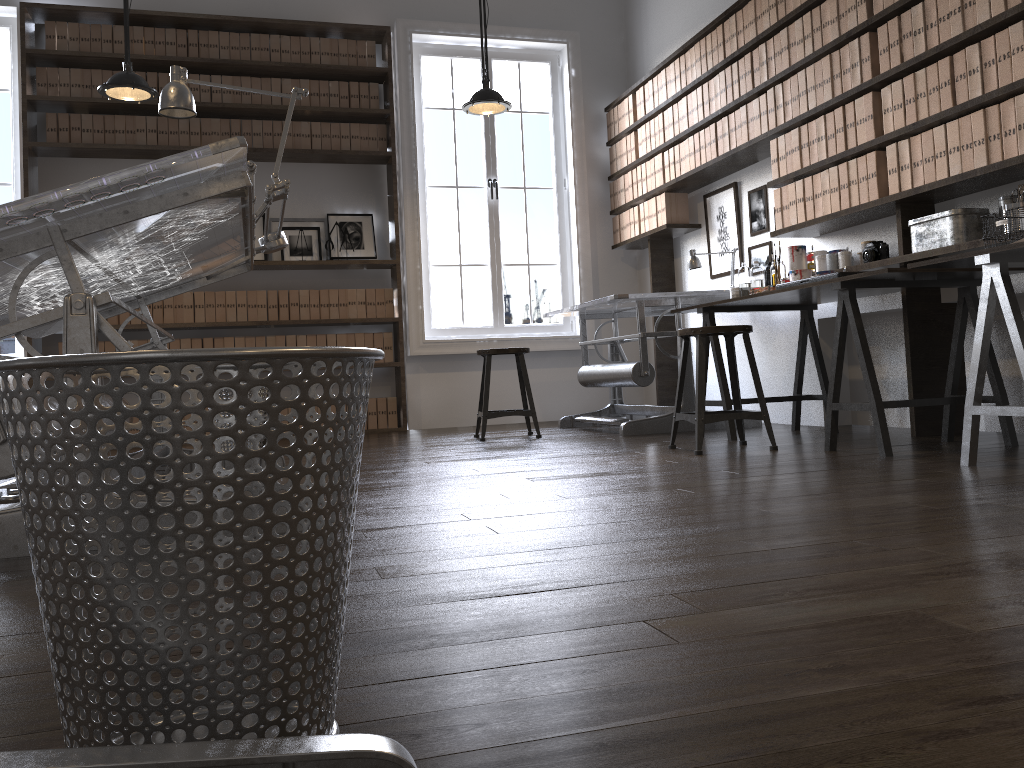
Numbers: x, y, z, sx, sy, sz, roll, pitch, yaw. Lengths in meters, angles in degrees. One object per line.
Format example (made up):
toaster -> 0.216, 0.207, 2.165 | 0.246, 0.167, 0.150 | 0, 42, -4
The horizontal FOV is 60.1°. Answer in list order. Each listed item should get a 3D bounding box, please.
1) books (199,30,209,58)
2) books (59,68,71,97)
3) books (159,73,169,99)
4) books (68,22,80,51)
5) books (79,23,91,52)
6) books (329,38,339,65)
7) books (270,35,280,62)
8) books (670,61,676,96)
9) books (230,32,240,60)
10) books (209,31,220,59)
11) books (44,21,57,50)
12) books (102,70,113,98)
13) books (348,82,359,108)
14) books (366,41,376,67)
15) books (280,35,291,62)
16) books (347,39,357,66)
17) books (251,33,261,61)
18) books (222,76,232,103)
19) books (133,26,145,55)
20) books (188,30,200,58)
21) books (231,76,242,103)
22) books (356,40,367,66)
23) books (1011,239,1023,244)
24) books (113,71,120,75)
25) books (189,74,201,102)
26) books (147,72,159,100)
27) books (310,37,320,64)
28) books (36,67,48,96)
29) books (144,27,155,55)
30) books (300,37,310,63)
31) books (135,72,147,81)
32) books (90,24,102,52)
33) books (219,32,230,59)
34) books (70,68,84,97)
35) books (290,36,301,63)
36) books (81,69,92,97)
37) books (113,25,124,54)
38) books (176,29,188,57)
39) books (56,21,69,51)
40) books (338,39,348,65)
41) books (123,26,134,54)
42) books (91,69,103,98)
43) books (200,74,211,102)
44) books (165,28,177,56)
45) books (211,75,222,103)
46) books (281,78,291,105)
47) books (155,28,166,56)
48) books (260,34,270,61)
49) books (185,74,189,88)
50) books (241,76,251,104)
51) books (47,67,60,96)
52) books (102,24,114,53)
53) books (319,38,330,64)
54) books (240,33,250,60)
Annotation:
books -> -2.206, -2.394, 6.359 | 0.067, 0.226, 0.174 | -2, -2, -16
books -> -3.059, -2.032, 6.085 | 0.067, 0.226, 0.174 | -2, -2, -16
books -> -2.455, -2.062, 6.267 | 0.067, 0.226, 0.174 | -2, -2, -16
books -> -3.012, -2.354, 6.120 | 0.067, 0.226, 0.174 | -2, -2, -16
books -> -2.946, -2.357, 6.143 | 0.067, 0.226, 0.174 | -2, -2, -16
books -> -1.337, -2.436, 6.611 | 0.067, 0.226, 0.174 | -2, -2, -16
books -> -1.736, -2.417, 6.489 | 0.067, 0.226, 0.174 | -2, -2, -16
books -> 1.153, -2.027, 5.910 | 0.174, 0.226, 0.066 | -2, -2, -16
books -> -2.007, -2.403, 6.418 | 0.067, 0.226, 0.174 | -2, -2, -16
books -> -2.141, -2.397, 6.371 | 0.067, 0.226, 0.174 | -2, -2, -16
books -> -3.150, -2.347, 6.076 | 0.067, 0.226, 0.174 | -2, -2, -16
books -> -2.802, -2.045, 6.165 | 0.067, 0.226, 0.174 | -2, -2, -16
books -> -1.189, -2.124, 6.631 | 0.067, 0.226, 0.174 | -2, -2, -16
books -> -1.071, -2.449, 6.686 | 0.067, 0.226, 0.174 | -2, -2, -16
books -> -1.667, -2.420, 6.513 | 0.067, 0.226, 0.174 | -2, -2, -16
books -> -1.208, -2.443, 6.650 | 0.067, 0.226, 0.174 | -2, -2, -16
books -> -1.867, -2.410, 6.455 | 0.067, 0.226, 0.174 | -2, -2, -16
books -> -2.050, -2.082, 6.382 | 0.067, 0.226, 0.174 | -2, -2, -16
books -> -2.616, -2.373, 6.232 | 0.067, 0.226, 0.174 | -2, -2, -16
books -> -2.276, -2.390, 6.333 | 0.067, 0.226, 0.174 | -2, -2, -16
books -> -1.990, -2.085, 6.401 | 0.067, 0.226, 0.174 | -2, -2, -16
books -> -1.140, -2.446, 6.670 | 0.067, 0.226, 0.174 | -2, -2, -16
books -> 1.662, -0.428, 2.552 | 0.256, 0.029, 0.354 | -3, 0, -16
books -> -2.734, -2.048, 6.185 | 0.067, 0.226, 0.174 | -2, -2, -16
books -> -2.260, -2.072, 6.317 | 0.067, 0.226, 0.174 | -2, -2, -16
books -> -2.524, -2.059, 6.241 | 0.067, 0.226, 0.174 | -2, -2, -16
books -> -1.465, -2.430, 6.570 | 0.067, 0.226, 0.174 | -2, -2, -16
books -> -3.195, -2.026, 6.051 | 0.067, 0.226, 0.174 | -2, -2, -16
books -> -2.553, -2.377, 6.257 | 0.067, 0.226, 0.174 | -2, -2, -16
books -> -1.534, -2.427, 6.554 | 0.067, 0.226, 0.174 | -2, -2, -16
books -> -2.598, -2.055, 6.225 | 0.067, 0.226, 0.174 | -2, -2, -16
books -> -2.879, -2.361, 6.161 | 0.067, 0.226, 0.174 | -2, -2, -16
books -> -2.072, -2.400, 6.394 | 0.067, 0.226, 0.174 | -2, -2, -16
books -> -2.990, -2.036, 6.107 | 0.067, 0.226, 0.174 | -2, -2, -16
books -> -1.601, -2.423, 6.536 | 0.067, 0.226, 0.174 | -2, -2, -16
books -> -2.930, -2.039, 6.126 | 0.067, 0.226, 0.174 | -2, -2, -16
books -> -2.741, -2.367, 6.199 | 0.067, 0.226, 0.174 | -2, -2, -16
books -> -2.349, -2.387, 6.317 | 0.067, 0.226, 0.174 | -2, -2, -16
books -> -3.081, -2.351, 6.096 | 0.067, 0.226, 0.174 | -2, -2, -16
books -> -1.271, -2.439, 6.625 | 0.067, 0.226, 0.174 | -2, -2, -16
books -> -2.681, -2.370, 6.218 | 0.067, 0.226, 0.174 | -2, -2, -16
books -> -2.865, -2.042, 6.141 | 0.067, 0.226, 0.174 | -2, -2, -16
books -> -2.191, -2.075, 6.340 | 0.067, 0.226, 0.174 | -2, -2, -16
books -> -2.416, -2.383, 6.293 | 0.067, 0.226, 0.174 | -2, -2, -16
books -> -2.119, -2.079, 6.359 | 0.067, 0.226, 0.174 | -2, -2, -16
books -> -1.655, -2.101, 6.497 | 0.067, 0.226, 0.174 | -2, -2, -16
books -> -2.485, -2.380, 6.277 | 0.067, 0.226, 0.174 | -2, -2, -16
books -> -1.805, -2.413, 6.469 | 0.067, 0.226, 0.174 | -2, -2, -16
books -> -2.329, -2.068, 6.297 | 0.067, 0.226, 0.174 | -2, -2, -16
books -> -1.925, -2.088, 6.415 | 0.067, 0.226, 0.174 | -2, -2, -16
books -> -3.128, -2.029, 6.069 | 0.067, 0.226, 0.174 | -2, -2, -16
books -> -2.810, -2.364, 6.177 | 0.067, 0.226, 0.174 | -2, -2, -16
books -> -1.396, -2.433, 6.592 | 0.067, 0.226, 0.174 | -2, -2, -16
books -> -1.939, -2.407, 6.435 | 0.067, 0.226, 0.174 | -2, -2, -16
